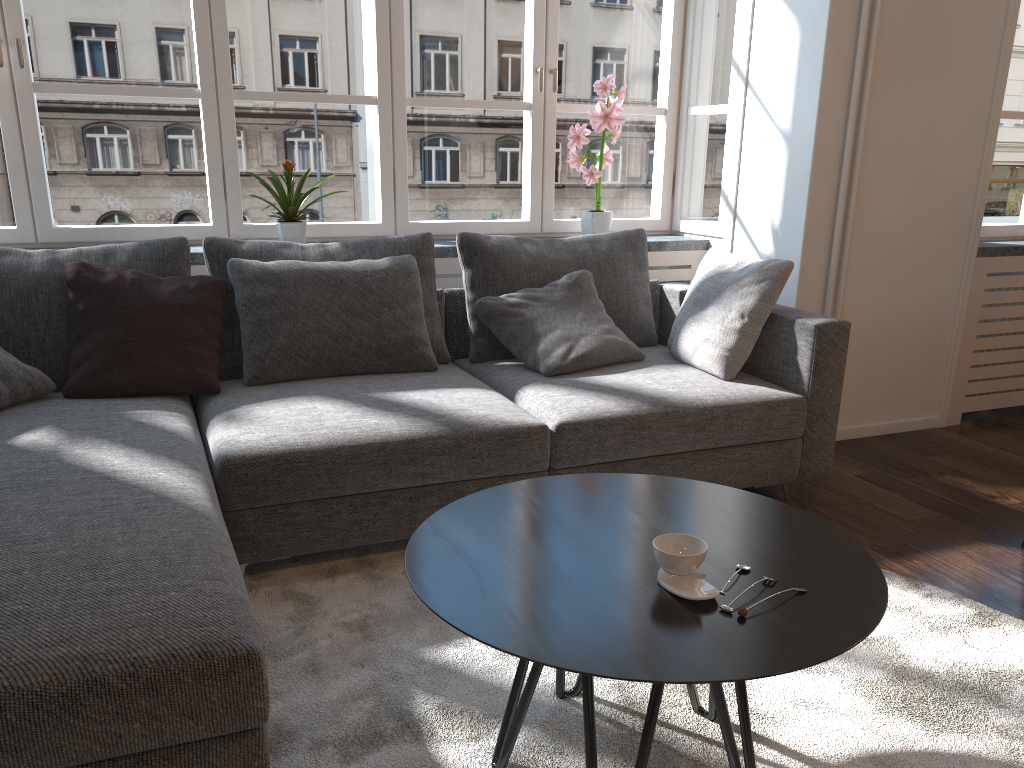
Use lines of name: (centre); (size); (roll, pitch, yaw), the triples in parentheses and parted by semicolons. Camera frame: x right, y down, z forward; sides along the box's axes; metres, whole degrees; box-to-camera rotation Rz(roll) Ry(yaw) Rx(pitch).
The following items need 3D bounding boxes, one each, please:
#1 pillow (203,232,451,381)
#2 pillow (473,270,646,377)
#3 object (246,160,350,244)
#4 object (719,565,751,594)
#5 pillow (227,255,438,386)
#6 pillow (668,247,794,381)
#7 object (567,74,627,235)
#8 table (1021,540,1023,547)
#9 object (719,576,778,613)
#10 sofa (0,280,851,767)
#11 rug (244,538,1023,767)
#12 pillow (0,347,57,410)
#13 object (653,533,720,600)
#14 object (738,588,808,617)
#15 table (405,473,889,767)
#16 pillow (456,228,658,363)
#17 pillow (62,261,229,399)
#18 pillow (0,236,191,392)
pillow: (-0.649, -0.288, 3.167); (0.837, 0.485, 0.272); (-5, 18, -21)
pillow: (0.179, -0.236, 3.259); (0.488, 0.328, 0.439); (-12, 20, -39)
object: (-0.836, -0.705, 3.452); (0.319, 0.335, 0.372); (15, 21, 40)
object: (0.378, 0.329, 1.508); (0.026, 0.010, 0.122); (11, 17, 33)
pillow: (-0.607, -0.229, 3.045); (0.665, 0.406, 0.287); (-5, 18, -22)
pillow: (0.750, -0.268, 3.249); (0.285, 0.423, 0.485); (-7, 17, -23)
object: (0.372, -0.989, 3.890); (0.199, 0.705, 0.294); (-16, 24, -42)
table: (2.605, 0.420, 1.847); (1.103, 0.694, 2.457); (-6, 16, -22)
object: (0.391, 0.340, 1.454); (0.025, 0.016, 0.162); (15, 20, 41)
sofa: (-0.268, 0.214, 2.518); (3.059, 0.686, 2.004); (-5, 16, -22)
rug: (0.142, 0.793, 1.626); (2.812, 0.012, 2.805); (-12, 19, -41)
pillow: (-1.611, -0.085, 2.474); (0.346, 0.367, 0.505); (6, 16, 16)
object: (0.285, 0.307, 1.467); (0.091, 0.070, 0.136); (-2, 15, -11)
object: (0.423, 0.348, 1.427); (0.167, 0.015, 0.014); (-9, 19, -34)
table: (0.227, 0.535, 1.686); (0.845, 0.483, 0.832); (-5, 16, -20)
pillow: (0.199, -0.358, 3.496); (0.834, 0.487, 0.270); (-5, 18, -21)
pillow: (-1.153, -0.175, 2.801); (0.520, 0.412, 0.305); (-5, 18, -20)
pillow: (-1.448, -0.214, 2.836); (0.834, 0.488, 0.270); (-5, 18, -21)
